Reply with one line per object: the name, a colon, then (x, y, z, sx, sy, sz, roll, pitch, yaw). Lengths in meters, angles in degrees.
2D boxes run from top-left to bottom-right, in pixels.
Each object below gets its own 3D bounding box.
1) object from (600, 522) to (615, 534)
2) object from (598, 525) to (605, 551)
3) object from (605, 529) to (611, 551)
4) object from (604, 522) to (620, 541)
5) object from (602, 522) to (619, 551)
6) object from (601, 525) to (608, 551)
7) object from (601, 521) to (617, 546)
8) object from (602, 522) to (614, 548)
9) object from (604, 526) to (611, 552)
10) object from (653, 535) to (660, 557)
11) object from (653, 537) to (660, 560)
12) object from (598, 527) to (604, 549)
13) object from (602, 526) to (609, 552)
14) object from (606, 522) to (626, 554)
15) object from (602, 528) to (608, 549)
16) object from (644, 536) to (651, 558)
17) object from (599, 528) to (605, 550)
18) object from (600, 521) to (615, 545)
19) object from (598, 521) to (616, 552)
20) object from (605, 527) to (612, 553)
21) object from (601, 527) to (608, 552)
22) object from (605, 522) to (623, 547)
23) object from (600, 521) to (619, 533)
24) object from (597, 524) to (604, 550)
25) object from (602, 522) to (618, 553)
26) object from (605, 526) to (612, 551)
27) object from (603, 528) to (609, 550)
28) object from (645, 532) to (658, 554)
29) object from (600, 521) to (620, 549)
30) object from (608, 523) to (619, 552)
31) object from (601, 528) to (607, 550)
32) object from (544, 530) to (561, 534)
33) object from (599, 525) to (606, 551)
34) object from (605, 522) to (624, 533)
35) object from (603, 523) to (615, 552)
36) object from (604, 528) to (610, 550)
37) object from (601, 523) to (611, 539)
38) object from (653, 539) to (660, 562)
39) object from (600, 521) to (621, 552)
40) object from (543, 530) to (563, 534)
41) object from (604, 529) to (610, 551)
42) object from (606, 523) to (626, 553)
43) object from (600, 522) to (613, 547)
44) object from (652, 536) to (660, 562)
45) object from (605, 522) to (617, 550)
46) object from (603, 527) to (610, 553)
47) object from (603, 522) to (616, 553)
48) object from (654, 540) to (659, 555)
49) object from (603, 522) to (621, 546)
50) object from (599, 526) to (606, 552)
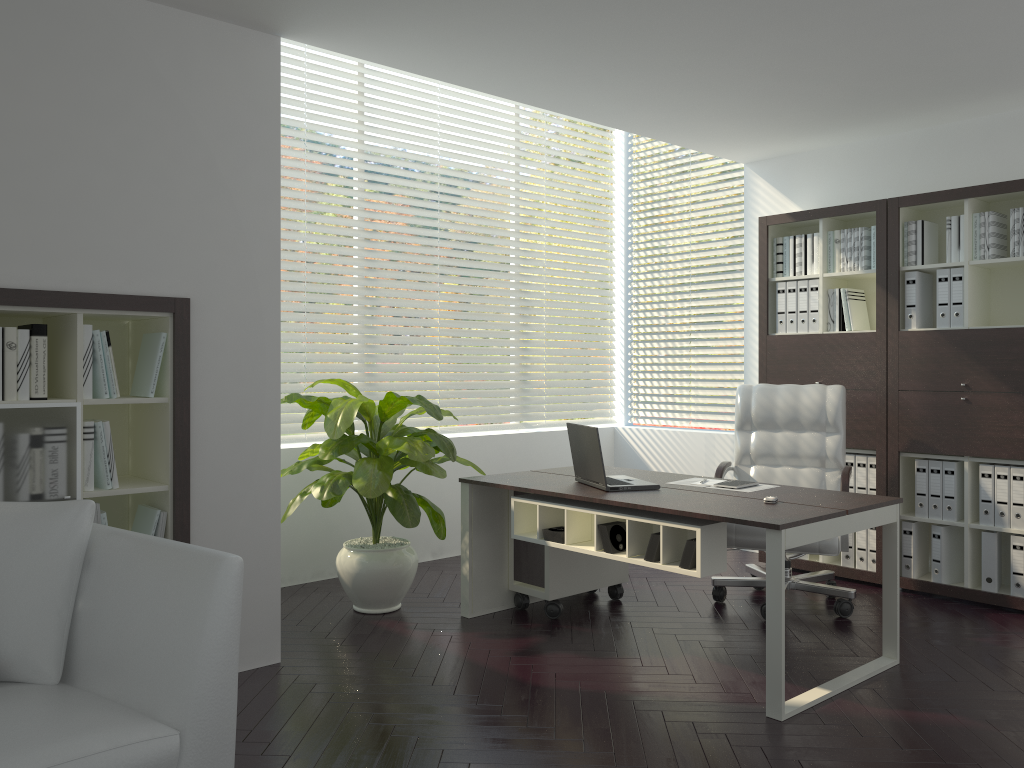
object: (0.443, 0.663, 3.851, 0.133, 0.113, 0.039, 0, 0, -42)
object: (0.435, 0.663, 3.860, 0.133, 0.113, 0.040, 0, 0, -42)
object: (0.459, 0.664, 3.833, 0.133, 0.113, 0.040, 0, 0, -42)
object: (0.452, 0.663, 3.841, 0.133, 0.113, 0.039, 0, 0, -42)
object: (0.450, 0.663, 3.843, 0.133, 0.113, 0.039, 0, 0, -42)
object: (0.447, 0.663, 3.846, 0.133, 0.113, 0.040, 0, 0, -42)
object: (0.435, 0.663, 3.860, 0.133, 0.113, 0.039, 0, 0, -42)
object: (0.441, 0.663, 3.853, 0.133, 0.113, 0.039, 0, 0, -42)
object: (0.458, 0.664, 3.834, 0.133, 0.113, 0.040, 0, 0, -42)
object: (0.633, 0.667, 3.641, 0.133, 0.113, 0.039, 0, 0, -42)
object: (0.634, 0.667, 3.639, 0.133, 0.113, 0.040, 0, 0, -42)
object: (0.433, 0.663, 3.862, 0.133, 0.113, 0.040, 0, 0, -42)
object: (0.450, 0.664, 3.843, 0.133, 0.113, 0.040, 0, 0, -42)
object: (0.464, 0.664, 3.828, 0.133, 0.113, 0.040, 0, 0, -42)
object: (0.449, 0.664, 3.845, 0.133, 0.113, 0.040, 0, 0, -42)
object: (0.604, 0.666, 3.673, 0.133, 0.113, 0.040, 0, 0, -42)
object: (0.436, 0.663, 3.858, 0.133, 0.113, 0.040, 0, 0, -42)
object: (0.432, 0.663, 3.863, 0.133, 0.113, 0.039, 0, 0, -42)
object: (0.433, 0.663, 3.862, 0.133, 0.113, 0.039, 0, 0, -42)
object: (0.461, 0.664, 3.831, 0.133, 0.113, 0.040, 0, 0, -42)
object: (0.446, 0.663, 3.848, 0.133, 0.113, 0.040, 0, 0, -42)
object: (0.458, 0.663, 3.834, 0.133, 0.113, 0.039, 0, 0, -42)
object: (0.440, 0.663, 3.855, 0.133, 0.113, 0.039, 0, 0, -42)
object: (0.432, 0.663, 3.863, 0.133, 0.113, 0.040, 0, 0, -42)
object: (0.449, 0.663, 3.844, 0.133, 0.113, 0.039, 0, 0, -42)
object: (0.463, 0.664, 3.829, 0.133, 0.113, 0.040, 0, 0, -42)
object: (0.452, 0.664, 3.841, 0.133, 0.113, 0.040, 0, 0, -42)
object: (0.603, 0.666, 3.673, 0.133, 0.113, 0.039, 0, 0, -42)
object: (0.441, 0.663, 3.853, 0.133, 0.113, 0.040, 0, 0, -42)
object: (0.461, 0.663, 3.831, 0.133, 0.113, 0.039, 0, 0, -42)
object: (0.444, 0.663, 3.850, 0.133, 0.113, 0.040, 0, 0, -42)
object: (0.228, 0.673, 4.089, 0.133, 0.002, 0.119, -1, 1, -42)
object: (0.439, 0.663, 3.855, 0.133, 0.113, 0.040, 0, 0, -42)
object: (0.460, 0.663, 3.832, 0.133, 0.113, 0.039, 0, 0, -42)
object: (0.454, 0.663, 3.839, 0.133, 0.113, 0.039, 0, 0, -42)
object: (0.456, 0.664, 3.836, 0.133, 0.113, 0.040, 0, 0, -42)
object: (0.446, 0.663, 3.848, 0.133, 0.113, 0.039, 0, 0, -42)
object: (0.636, 0.667, 3.637, 0.133, 0.113, 0.040, 0, 0, -42)
object: (0.442, 0.663, 3.851, 0.133, 0.113, 0.040, 0, 0, -42)
object: (0.228, 0.675, 4.089, 0.133, 0.002, 0.119, -1, 1, -42)
object: (0.455, 0.664, 3.838, 0.133, 0.113, 0.040, 0, 0, -42)
object: (0.464, 0.664, 3.827, 0.133, 0.113, 0.039, 0, 0, -42)
object: (0.438, 0.663, 3.856, 0.133, 0.113, 0.039, 0, 0, -42)
object: (0.633, 0.667, 3.641, 0.133, 0.113, 0.040, 0, 0, -42)
object: (0.447, 0.663, 3.846, 0.133, 0.113, 0.039, 0, 0, -42)
object: (0.453, 0.664, 3.840, 0.133, 0.113, 0.040, 0, 0, -42)
object: (0.444, 0.663, 3.850, 0.133, 0.113, 0.039, 0, 0, -42)
object: (0.634, 0.667, 3.639, 0.133, 0.113, 0.039, 0, 0, -42)
object: (0.455, 0.663, 3.838, 0.133, 0.113, 0.039, 0, 0, -42)
object: (0.438, 0.663, 3.857, 0.133, 0.113, 0.040, 0, 0, -42)
